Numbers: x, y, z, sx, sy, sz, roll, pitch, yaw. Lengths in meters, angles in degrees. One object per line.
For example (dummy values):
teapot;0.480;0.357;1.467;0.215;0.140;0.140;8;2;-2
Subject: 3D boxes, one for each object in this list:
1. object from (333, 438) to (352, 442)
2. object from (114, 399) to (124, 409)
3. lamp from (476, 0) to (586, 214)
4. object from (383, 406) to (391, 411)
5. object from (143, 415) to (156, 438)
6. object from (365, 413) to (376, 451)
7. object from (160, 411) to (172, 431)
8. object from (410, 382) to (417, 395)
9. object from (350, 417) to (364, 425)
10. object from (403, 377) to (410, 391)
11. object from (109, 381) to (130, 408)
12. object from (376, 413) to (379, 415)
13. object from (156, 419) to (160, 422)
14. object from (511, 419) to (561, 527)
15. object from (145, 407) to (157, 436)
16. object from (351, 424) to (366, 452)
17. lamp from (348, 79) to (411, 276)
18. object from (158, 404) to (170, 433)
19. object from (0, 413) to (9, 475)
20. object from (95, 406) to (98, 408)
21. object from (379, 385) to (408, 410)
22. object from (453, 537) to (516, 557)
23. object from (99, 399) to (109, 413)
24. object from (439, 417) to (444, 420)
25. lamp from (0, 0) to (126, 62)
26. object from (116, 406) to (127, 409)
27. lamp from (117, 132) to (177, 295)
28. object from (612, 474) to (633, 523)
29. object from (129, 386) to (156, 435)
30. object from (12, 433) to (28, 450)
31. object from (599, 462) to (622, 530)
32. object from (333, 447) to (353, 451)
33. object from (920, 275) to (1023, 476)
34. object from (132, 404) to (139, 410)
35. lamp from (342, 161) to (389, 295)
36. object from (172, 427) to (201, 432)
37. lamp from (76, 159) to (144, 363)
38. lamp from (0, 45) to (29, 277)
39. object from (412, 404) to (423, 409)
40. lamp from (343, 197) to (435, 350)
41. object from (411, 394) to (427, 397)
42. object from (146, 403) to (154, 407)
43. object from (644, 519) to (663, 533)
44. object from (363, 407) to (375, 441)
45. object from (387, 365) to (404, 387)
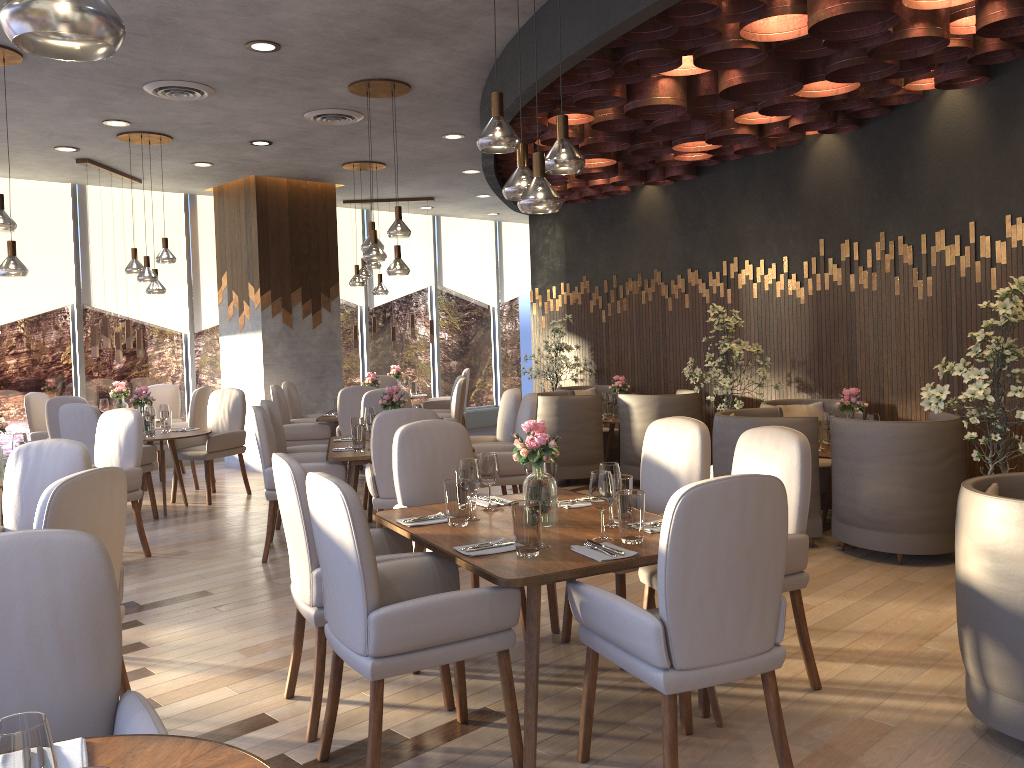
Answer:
object;-1.203;0.409;6.616;0.255;0.019;0.157;-3;3;-11
object;-3.905;0.270;8.808;0.092;0.244;0.092;-1;2;20
lamp;0.058;-1.315;3.439;0.439;1.325;0.439;-2;2;-5
object;-0.931;0.282;6.700;0.092;0.244;0.092;-2;2;12
object;-3.014;0.352;7.372;0.102;0.178;0.102;-1;2;26
object;-0.948;0.323;5.986;0.092;0.244;0.092;-3;2;-31
object;-3.061;0.328;7.840;0.102;0.178;0.102;-1;2;38
object;-1.287;0.060;11.577;0.102;0.178;0.102;-1;2;31
object;-1.126;0.335;6.468;0.102;0.178;0.102;-2;2;5
object;-1.369;0.034;11.503;0.092;0.244;0.092;-1;2;37
object;-3.965;0.178;8.974;0.210;0.415;0.198;-3;2;-31
object;-1.014;0.314;6.771;0.102;0.178;0.102;-2;2;3
object;-3.672;0.369;8.913;0.255;0.019;0.157;-2;3;3
object;0.098;0.344;3.478;0.210;0.415;0.198;-3;2;-31
object;-3.046;0.315;7.476;0.092;0.244;0.092;-1;2;40
object;-1.020;0.362;5.905;0.102;0.178;0.102;-2;2;5
lamp;-0.917;-1.441;6.310;0.440;1.325;0.439;-3;2;-39
object;-3.034;0.300;7.734;0.092;0.244;0.092;-2;2;2
object;-3.176;0.349;5.397;0.210;0.415;0.198;-1;2;19
object;-4.175;0.311;8.826;0.102;0.178;0.102;-2;2;-5
object;-0.851;0.217;6.349;0.210;0.415;0.198;-2;2;4
object;-0.066;0.565;3.102;0.255;0.019;0.157;-4;4;-28
object;-4.090;0.272;8.893;0.092;0.244;0.092;-1;2;24
object;-0.525;0.326;6.252;0.102;0.178;0.102;-2;2;6
lamp;-0.810;-1.165;1.263;0.440;1.325;0.439;-3;2;-45
object;-3.839;0.306;8.721;0.102;0.178;0.102;-1;2;27
lamp;-3.103;-1.437;7.564;0.440;1.325;0.439;-3;2;-37
object;0.422;0.449;3.460;0.102;0.178;0.102;-2;2;-11
object;-3.172;0.227;7.607;0.210;0.415;0.198;-2;2;4
object;-3.031;0.426;5.469;0.092;0.244;0.092;-2;2;11
object;0.373;0.423;3.362;0.092;0.244;0.092;-2;2;15
object;-1.097;0.437;6.053;0.255;0.019;0.157;-3;3;-11
object;2.480;0.267;4.502;0.746;1.615;0.789;-1;2;23
object;-3.809;0.256;9.009;0.092;0.244;0.092;-2;2;5
lamp;-1.492;-1.576;9.096;0.439;1.325;0.440;-1;2;31
object;-2.893;0.403;7.830;0.157;0.019;0.255;-1;3;22
lamp;-3.989;-1.180;8.911;0.118;1.930;1.162;-2;2;1
lamp;-3.137;-1.309;5.285;0.440;1.325;0.439;-3;2;-42
object;-0.714;0.273;6.735;0.092;0.244;0.092;-1;2;32
lamp;-1.545;-1.400;11.386;1.161;1.930;0.118;-2;1;1
object;-1.220;0.146;11.426;0.255;0.019;0.157;-2;3;-5
object;-3.718;0.282;9.072;0.102;0.178;0.102;-4;2;-41
object;0.541;0.531;3.343;0.255;0.019;0.157;-4;4;-27
object;-1.054;0.295;6.549;0.092;0.244;0.092;-2;2;9
object;-1.479;-0.038;11.330;0.210;0.415;0.198;-1;2;24
